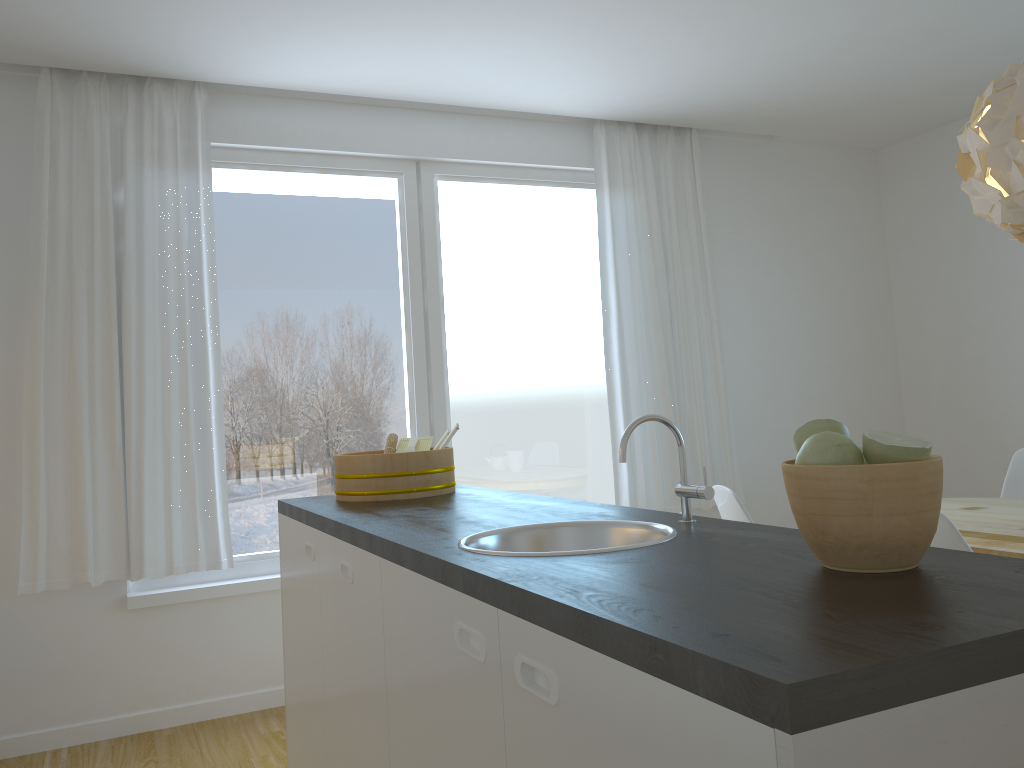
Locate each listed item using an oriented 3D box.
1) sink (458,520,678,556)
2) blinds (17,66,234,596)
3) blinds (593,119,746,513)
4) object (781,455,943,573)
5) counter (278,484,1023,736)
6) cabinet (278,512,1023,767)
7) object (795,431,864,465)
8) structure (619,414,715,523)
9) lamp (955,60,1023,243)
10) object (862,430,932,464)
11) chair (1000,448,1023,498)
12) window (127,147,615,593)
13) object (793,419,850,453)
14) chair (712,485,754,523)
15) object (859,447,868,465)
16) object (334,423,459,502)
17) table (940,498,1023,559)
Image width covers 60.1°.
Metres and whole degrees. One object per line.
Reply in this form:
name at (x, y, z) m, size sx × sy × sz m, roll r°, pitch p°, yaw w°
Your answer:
sink at (0.105, 0.356, 1.625) m, size 0.403 × 0.158 × 0.403 m, roll -4°, pitch -2°, yaw 17°
blinds at (-1.585, -0.288, 3.630) m, size 0.795 × 2.172 × 0.149 m, roll -1°, pitch -6°, yaw -25°
blinds at (0.838, -0.401, 4.740) m, size 0.795 × 2.172 × 0.149 m, roll -1°, pitch -6°, yaw -24°
object at (0.479, 0.174, 1.203) m, size 0.205 × 0.142 × 0.204 m, roll -5°, pitch -3°, yaw 27°
counter at (0.003, 0.319, 1.929) m, size 0.601 × 0.040 × 2.388 m, roll -3°, pitch -2°, yaw -25°
cabinet at (0.033, 0.793, 1.883) m, size 0.601 × 0.914 × 2.388 m, roll -2°, pitch -3°, yaw -25°
object at (0.428, 0.113, 1.199) m, size 0.086 × 0.099 × 0.101 m, roll -3°, pitch -4°, yaw -4°
structure at (0.295, 0.165, 1.704) m, size 0.162 × 0.216 × 0.096 m, roll -2°, pitch -5°, yaw -24°
lamp at (1.744, -0.977, 2.801) m, size 0.647 × 1.141 × 0.635 m, roll -1°, pitch -5°, yaw -25°
object at (0.505, 0.093, 1.158) m, size 0.086 × 0.066 × 0.083 m, roll -3°, pitch -3°, yaw -12°
chair at (2.173, 0.721, 3.588) m, size 0.428 × 0.907 × 0.522 m, roll -8°, pitch -6°, yaw 40°
window at (-0.427, -0.152, 4.350) m, size 2.728 × 1.929 × 0.088 m, roll -2°, pitch -6°, yaw -25°
object at (0.448, 0.086, 1.274) m, size 0.077 × 0.072 × 0.073 m, roll -4°, pitch -4°, yaw 0°
chair at (0.982, 0.774, 2.932) m, size 0.523 × 0.907 × 0.427 m, roll -3°, pitch -5°, yaw -5°
object at (0.503, 0.125, 1.232) m, size 0.097 × 0.086 × 0.081 m, roll -6°, pitch -4°, yaw 30°
object at (-0.371, 0.246, 2.840) m, size 0.378 × 0.215 × 0.428 m, roll -4°, pitch -3°, yaw 4°
table at (1.910, 0.794, 2.646) m, size 1.194 × 0.729 × 2.179 m, roll -2°, pitch -3°, yaw -26°
